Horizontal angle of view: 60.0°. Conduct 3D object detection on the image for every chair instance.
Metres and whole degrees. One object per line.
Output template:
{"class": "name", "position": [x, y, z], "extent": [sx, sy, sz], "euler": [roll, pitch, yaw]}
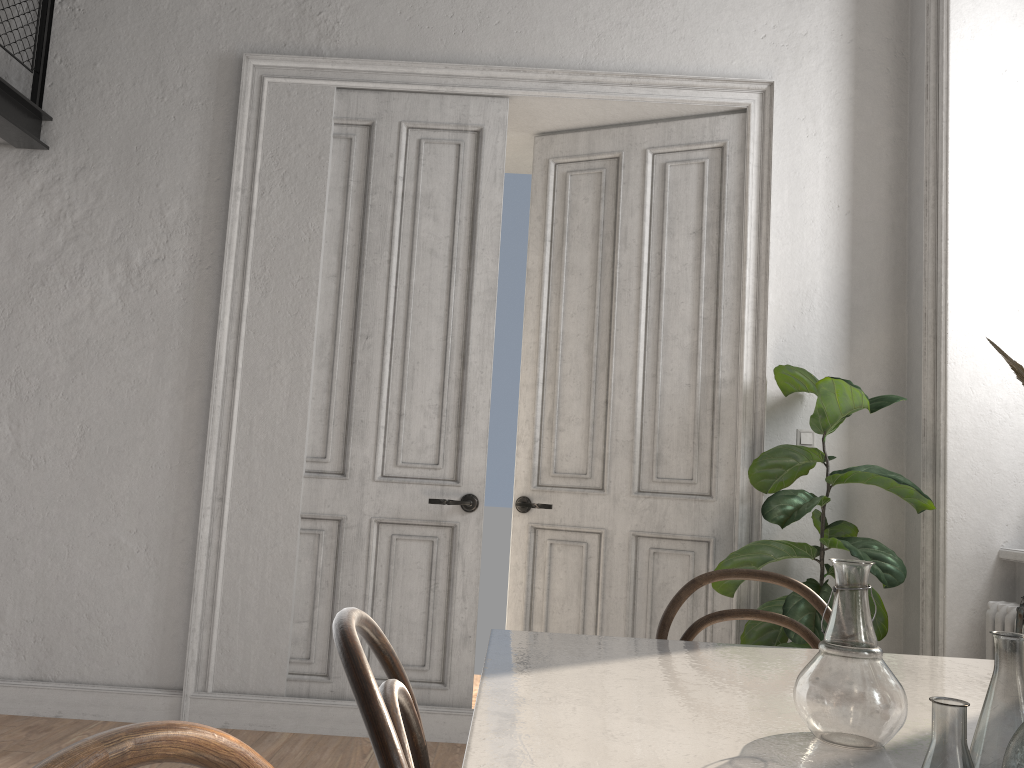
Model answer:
{"class": "chair", "position": [0.463, 0.827, 1.622], "extent": [0.438, 0.920, 0.550], "euler": [2, -6, 9]}
{"class": "chair", "position": [0.048, 0.727, 0.969], "extent": [0.549, 0.920, 0.438], "euler": [4, -6, -4]}
{"class": "chair", "position": [0.006, 0.658, 0.388], "extent": [0.549, 0.920, 0.438], "euler": [2, -6, 12]}

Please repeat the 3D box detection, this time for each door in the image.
{"class": "door", "position": [0.521, 0.155, 4.053], "extent": [1.097, 2.811, 0.216], "euler": [0, -7, 26]}
{"class": "door", "position": [-0.641, 0.070, 3.907], "extent": [1.097, 2.811, 0.216], "euler": [3, -6, 2]}

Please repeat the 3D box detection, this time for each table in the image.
{"class": "table", "position": [0.473, 0.784, 0.645], "extent": [1.100, 0.779, 2.202], "euler": [3, -7, 1]}

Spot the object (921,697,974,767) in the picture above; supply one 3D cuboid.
{"class": "object", "position": [0.448, 0.373, 0.910], "extent": [0.058, 0.094, 0.058], "euler": [0, -7, 29]}

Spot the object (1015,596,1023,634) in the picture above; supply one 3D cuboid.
{"class": "object", "position": [1.464, 0.651, 2.457], "extent": [0.154, 0.383, 0.163], "euler": [6, -7, -25]}

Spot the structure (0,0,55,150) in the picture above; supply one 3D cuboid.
{"class": "structure", "position": [-4.148, -2.113, 1.136], "extent": [4.158, 1.212, 5.932], "euler": [3, -7, 1]}

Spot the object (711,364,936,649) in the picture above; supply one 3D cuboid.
{"class": "object", "position": [0.933, 0.303, 0.878], "extent": [0.792, 1.840, 5.833], "euler": [3, -7, 6]}

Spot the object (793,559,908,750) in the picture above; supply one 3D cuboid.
{"class": "object", "position": [0.421, 0.331, 1.105], "extent": [0.132, 0.219, 0.132], "euler": [4, -6, -10]}

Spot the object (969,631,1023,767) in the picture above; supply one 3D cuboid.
{"class": "object", "position": [0.545, 0.354, 0.972], "extent": [0.083, 0.158, 0.084], "euler": [4, -6, -3]}

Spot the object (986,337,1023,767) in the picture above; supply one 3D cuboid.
{"class": "object", "position": [0.463, 0.170, 0.680], "extent": [0.157, 0.445, 0.157], "euler": [1, -7, 19]}

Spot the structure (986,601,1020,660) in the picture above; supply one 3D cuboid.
{"class": "structure", "position": [1.819, -0.969, 0.876], "extent": [0.340, 4.470, 5.187], "euler": [3, -6, 1]}
